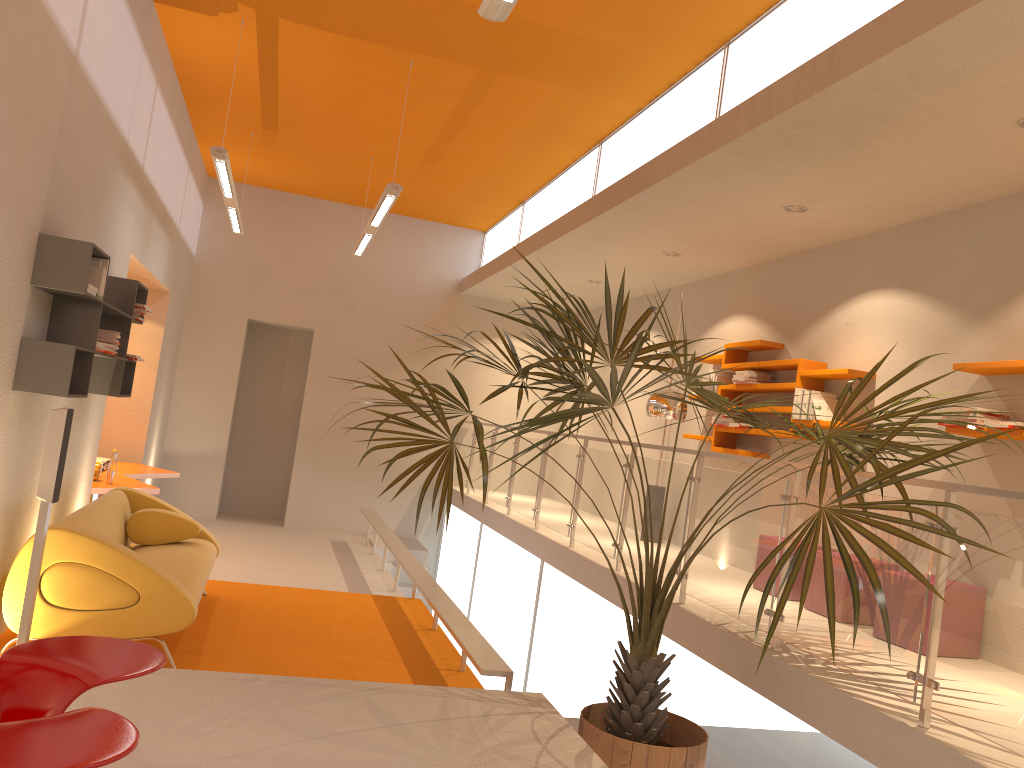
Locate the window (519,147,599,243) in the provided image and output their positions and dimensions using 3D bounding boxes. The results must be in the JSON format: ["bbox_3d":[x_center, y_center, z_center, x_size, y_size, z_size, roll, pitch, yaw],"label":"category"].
[{"bbox_3d":[0.424,-1.782,9.081,0.006,0.660,2.494,9,-3,-15],"label":"window"}]

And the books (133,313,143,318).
[{"bbox_3d":[-2.671,-0.487,6.151,0.190,0.015,0.254,9,-3,-19],"label":"books"}]

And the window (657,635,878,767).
[{"bbox_3d":[1.078,1.217,2.039,0.908,1.393,6.719,8,-3,5],"label":"window"}]

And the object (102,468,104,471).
[{"bbox_3d":[-3.775,0.753,7.840,0.262,0.049,0.349,9,-3,-15],"label":"object"}]

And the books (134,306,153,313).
[{"bbox_3d":[-2.646,-0.532,6.145,0.254,0.015,0.190,9,-3,-8],"label":"books"}]

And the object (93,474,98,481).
[{"bbox_3d":[-3.425,0.767,7.283,0.053,0.053,0.061,10,-3,-25],"label":"object"}]

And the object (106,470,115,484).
[{"bbox_3d":[-3.286,0.764,7.256,0.060,0.106,0.060,7,-3,18],"label":"object"}]

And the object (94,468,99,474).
[{"bbox_3d":[-3.419,0.716,7.275,0.053,0.055,0.060,10,-3,-26],"label":"object"}]

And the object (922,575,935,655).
[{"bbox_3d":[2.293,1.258,4.875,0.390,0.377,0.390,9,-3,-19],"label":"object"}]

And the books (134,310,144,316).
[{"bbox_3d":[-2.669,-0.503,6.144,0.190,0.015,0.254,9,-3,-13],"label":"books"}]

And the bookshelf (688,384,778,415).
[{"bbox_3d":[1.873,0.130,7.637,0.220,0.220,1.150,9,-3,-15],"label":"bookshelf"}]

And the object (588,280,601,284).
[{"bbox_3d":[0.907,-1.139,9.725,0.143,0.059,0.143,11,-4,-43],"label":"object"}]

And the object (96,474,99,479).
[{"bbox_3d":[-3.447,0.768,7.339,0.061,0.053,0.053,10,-3,-27],"label":"object"}]

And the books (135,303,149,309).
[{"bbox_3d":[-2.645,-0.549,6.132,0.226,0.017,0.230,9,-3,-15],"label":"books"}]

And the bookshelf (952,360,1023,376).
[{"bbox_3d":[2.739,-0.090,4.479,0.220,0.220,1.150,9,-3,-15],"label":"bookshelf"}]

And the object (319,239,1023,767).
[{"bbox_3d":[0.689,0.662,3.805,3.098,2.600,3.241,8,-3,-6],"label":"object"}]

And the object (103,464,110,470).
[{"bbox_3d":[-3.872,0.757,8.182,0.250,0.049,0.349,9,-3,-15],"label":"object"}]

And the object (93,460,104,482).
[{"bbox_3d":[-3.498,0.702,7.314,0.207,0.174,0.189,9,-3,-15],"label":"object"}]

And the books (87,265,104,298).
[{"bbox_3d":[-2.329,-0.564,4.765,0.230,0.169,0.023,9,-3,-15],"label":"books"}]

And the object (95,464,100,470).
[{"bbox_3d":[-3.426,0.689,7.317,0.053,0.051,0.063,9,-3,-24],"label":"object"}]

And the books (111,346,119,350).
[{"bbox_3d":[-2.539,-0.237,5.463,0.190,0.015,0.254,9,-3,-18],"label":"books"}]

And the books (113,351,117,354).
[{"bbox_3d":[-2.548,-0.210,5.462,0.190,0.011,0.268,9,-3,-18],"label":"books"}]

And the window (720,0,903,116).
[{"bbox_3d":[1.698,-1.849,4.283,0.006,0.660,2.794,9,-3,-15],"label":"window"}]

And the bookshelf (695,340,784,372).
[{"bbox_3d":[1.923,-0.222,7.656,0.220,0.220,1.150,9,-3,-15],"label":"bookshelf"}]

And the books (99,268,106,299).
[{"bbox_3d":[-2.345,-0.564,4.817,0.230,0.169,0.027,9,-3,-15],"label":"books"}]

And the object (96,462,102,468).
[{"bbox_3d":[-3.438,0.677,7.369,0.057,0.060,0.052,8,-3,8],"label":"object"}]

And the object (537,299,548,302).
[{"bbox_3d":[0.406,-1.113,11.611,0.143,0.059,0.143,11,-4,-43],"label":"object"}]

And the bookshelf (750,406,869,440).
[{"bbox_3d":[2.150,0.291,6.487,0.220,0.220,1.150,9,-3,-15],"label":"bookshelf"}]

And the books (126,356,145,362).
[{"bbox_3d":[-2.698,-0.186,6.134,0.254,0.015,0.190,9,-3,-8],"label":"books"}]

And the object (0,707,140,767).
[{"bbox_3d":[-1.025,0.946,1.836,0.420,0.450,0.391,5,-4,45],"label":"object"}]

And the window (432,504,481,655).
[{"bbox_3d":[-0.870,3.436,10.881,0.006,3.760,2.078,9,-3,-15],"label":"window"}]

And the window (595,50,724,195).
[{"bbox_3d":[1.042,-1.815,6.754,0.006,0.660,2.241,9,-3,-15],"label":"window"}]

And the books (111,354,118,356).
[{"bbox_3d":[-2.551,-0.198,5.465,0.210,0.013,0.297,9,-3,-20],"label":"books"}]

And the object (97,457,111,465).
[{"bbox_3d":[-3.859,0.710,8.185,0.262,0.049,0.349,9,-3,-15],"label":"object"}]

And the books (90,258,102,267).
[{"bbox_3d":[-2.348,-0.586,4.792,0.207,0.210,0.021,9,-3,-15],"label":"books"}]

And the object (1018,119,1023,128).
[{"bbox_3d":[2.408,-1.218,4.072,0.143,0.059,0.143,10,-3,-31],"label":"object"}]

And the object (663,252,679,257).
[{"bbox_3d":[1.408,-1.165,7.841,0.143,0.059,0.143,11,-4,-43],"label":"object"}]

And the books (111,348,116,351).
[{"bbox_3d":[-2.542,-0.223,5.454,0.190,0.015,0.254,9,-3,-24],"label":"books"}]

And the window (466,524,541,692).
[{"bbox_3d":[-0.297,3.406,8.722,0.006,3.760,2.311,9,-3,-15],"label":"window"}]

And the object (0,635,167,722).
[{"bbox_3d":[-1.176,0.952,2.365,0.391,0.450,0.420,7,-3,15],"label":"object"}]

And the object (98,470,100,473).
[{"bbox_3d":[-3.454,0.716,7.394,0.063,0.051,0.053,9,-3,-11],"label":"object"}]

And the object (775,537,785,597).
[{"bbox_3d":[1.959,1.276,6.132,0.390,0.377,0.390,9,-3,-14],"label":"object"}]

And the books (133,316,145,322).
[{"bbox_3d":[-2.670,-0.463,6.136,0.210,0.013,0.297,9,-3,-15],"label":"books"}]

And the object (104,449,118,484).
[{"bbox_3d":[-3.283,0.673,7.271,0.088,0.288,0.101,5,-4,45],"label":"object"}]

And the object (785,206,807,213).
[{"bbox_3d":[1.908,-1.192,5.957,0.143,0.059,0.143,11,-4,-43],"label":"object"}]

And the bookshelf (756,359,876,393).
[{"bbox_3d":[2.201,-0.062,6.505,0.220,0.220,1.150,9,-3,-15],"label":"bookshelf"}]

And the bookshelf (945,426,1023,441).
[{"bbox_3d":[2.688,0.263,4.460,0.220,0.220,1.150,9,-3,-15],"label":"bookshelf"}]

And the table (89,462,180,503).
[{"bbox_3d":[-3.665,1.189,8.046,0.969,0.760,2.573,9,-3,-15],"label":"table"}]

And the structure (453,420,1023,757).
[{"bbox_3d":[0.731,0.868,6.677,0.195,0.900,11.050,9,-3,-15],"label":"structure"}]

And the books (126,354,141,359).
[{"bbox_3d":[-2.697,-0.202,6.122,0.226,0.017,0.230,9,-3,-15],"label":"books"}]

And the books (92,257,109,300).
[{"bbox_3d":[-2.354,-0.591,4.867,0.230,0.227,0.017,9,-3,-15],"label":"books"}]

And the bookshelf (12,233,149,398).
[{"bbox_3d":[-2.544,-0.327,5.388,0.252,0.790,2.000,9,-3,-15],"label":"bookshelf"}]

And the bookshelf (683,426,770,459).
[{"bbox_3d":[1.822,0.483,7.619,0.220,0.220,1.150,9,-3,-15],"label":"bookshelf"}]

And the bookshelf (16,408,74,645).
[{"bbox_3d":[-1.878,0.308,2.576,0.322,2.145,3.370,9,-3,-13],"label":"bookshelf"}]

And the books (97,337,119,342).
[{"bbox_3d":[-2.538,-0.281,5.466,0.190,0.011,0.268,9,-3,-18],"label":"books"}]

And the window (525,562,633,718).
[{"bbox_3d":[0.575,2.414,3.168,0.481,5.399,8.922,8,-3,-2],"label":"window"}]

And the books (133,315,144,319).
[{"bbox_3d":[-2.669,-0.474,6.141,0.190,0.011,0.268,9,-3,-13],"label":"books"}]

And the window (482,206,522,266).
[{"bbox_3d":[-0.149,-1.752,11.240,0.006,0.660,1.894,9,-3,-15],"label":"window"}]

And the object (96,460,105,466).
[{"bbox_3d":[-3.768,0.705,7.842,0.262,0.049,0.349,9,-3,-15],"label":"object"}]

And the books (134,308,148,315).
[{"bbox_3d":[-2.654,-0.517,6.144,0.230,0.017,0.226,9,-3,-20],"label":"books"}]
